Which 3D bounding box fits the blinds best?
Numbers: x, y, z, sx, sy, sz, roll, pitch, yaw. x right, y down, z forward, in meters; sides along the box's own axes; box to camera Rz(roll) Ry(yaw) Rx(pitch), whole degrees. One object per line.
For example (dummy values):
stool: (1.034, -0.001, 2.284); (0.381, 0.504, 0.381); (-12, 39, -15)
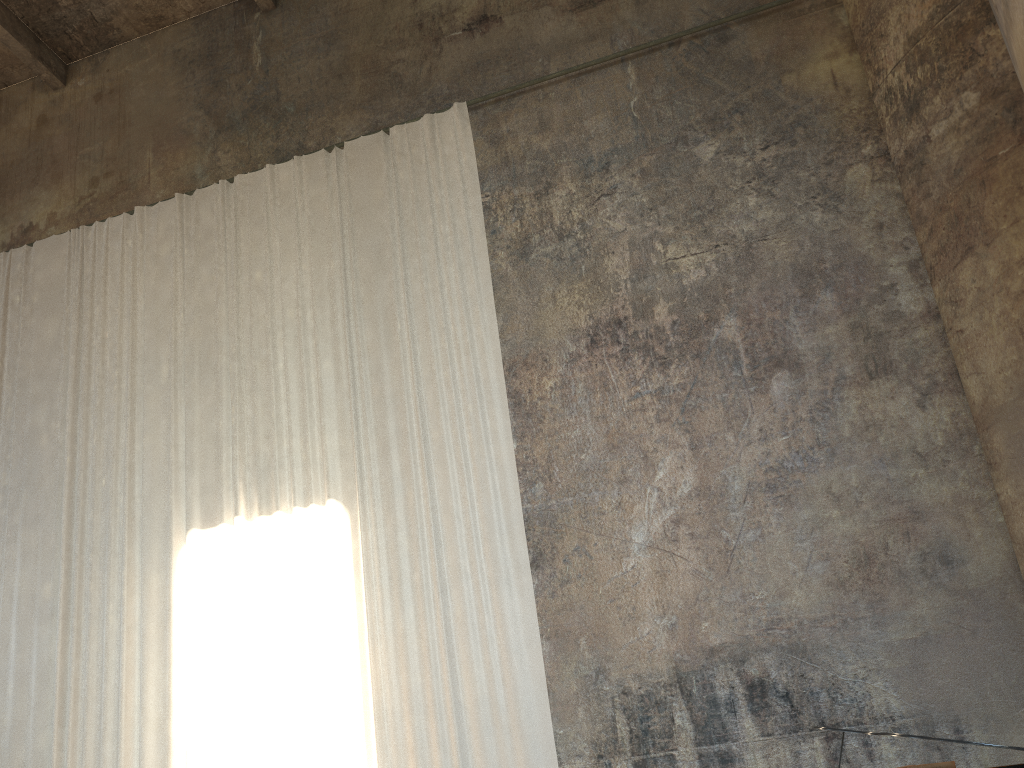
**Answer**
blinds: (-3.658, 1.668, 9.204); (7.879, 8.287, 0.284); (-13, -20, 14)
